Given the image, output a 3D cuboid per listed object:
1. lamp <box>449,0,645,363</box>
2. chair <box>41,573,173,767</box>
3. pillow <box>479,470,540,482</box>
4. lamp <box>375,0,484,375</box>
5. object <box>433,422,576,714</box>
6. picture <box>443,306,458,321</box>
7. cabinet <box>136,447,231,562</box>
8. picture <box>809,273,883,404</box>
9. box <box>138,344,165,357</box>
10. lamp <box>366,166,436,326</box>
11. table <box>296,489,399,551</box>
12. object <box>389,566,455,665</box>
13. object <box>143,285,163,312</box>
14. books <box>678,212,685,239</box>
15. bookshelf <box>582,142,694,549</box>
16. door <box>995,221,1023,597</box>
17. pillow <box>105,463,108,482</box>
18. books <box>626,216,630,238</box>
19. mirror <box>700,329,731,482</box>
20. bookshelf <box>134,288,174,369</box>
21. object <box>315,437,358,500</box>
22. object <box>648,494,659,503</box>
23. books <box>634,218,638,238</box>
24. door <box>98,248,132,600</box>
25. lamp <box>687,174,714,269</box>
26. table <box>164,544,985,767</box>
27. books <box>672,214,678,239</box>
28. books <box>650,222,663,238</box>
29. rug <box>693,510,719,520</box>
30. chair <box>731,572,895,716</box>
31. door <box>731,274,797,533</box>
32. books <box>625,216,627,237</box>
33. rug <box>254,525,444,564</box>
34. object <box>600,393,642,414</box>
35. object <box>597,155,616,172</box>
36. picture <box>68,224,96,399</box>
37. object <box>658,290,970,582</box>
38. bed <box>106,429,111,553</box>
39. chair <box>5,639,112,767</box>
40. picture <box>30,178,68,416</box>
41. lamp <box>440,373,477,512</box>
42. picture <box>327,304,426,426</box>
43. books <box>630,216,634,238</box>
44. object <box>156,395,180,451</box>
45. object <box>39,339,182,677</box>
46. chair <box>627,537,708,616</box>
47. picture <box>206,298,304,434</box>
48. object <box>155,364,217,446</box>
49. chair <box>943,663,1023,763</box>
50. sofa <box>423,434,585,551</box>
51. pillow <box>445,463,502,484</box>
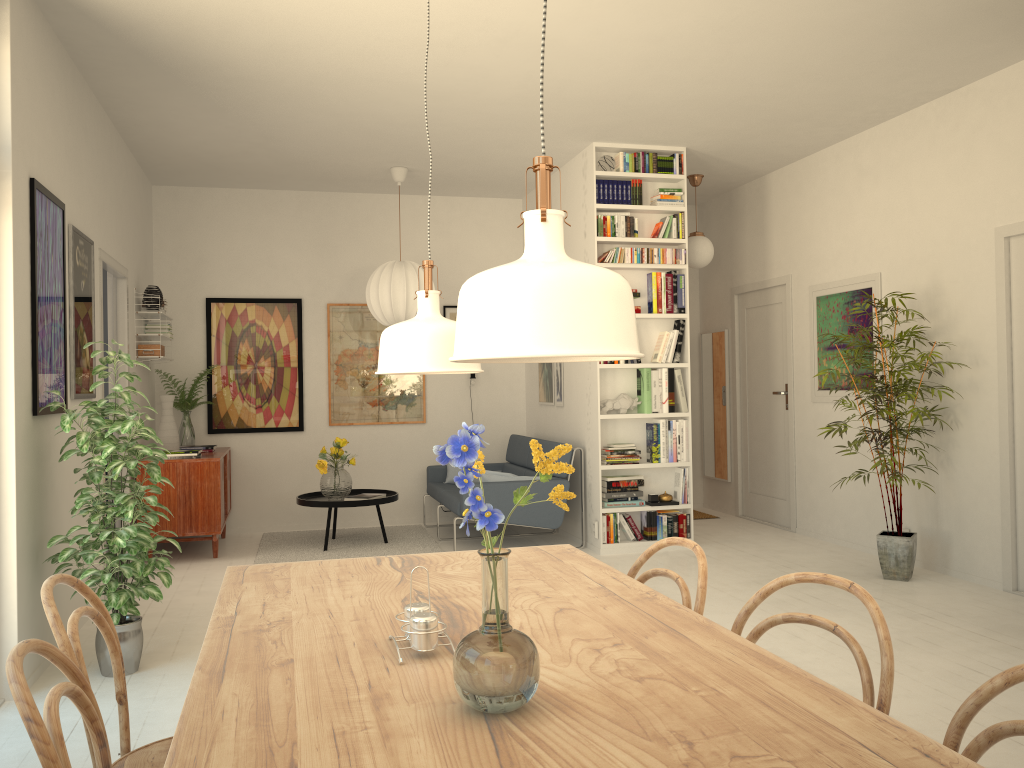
[{"bbox_3d":[0.026,-0.826,1.054,0.229,1.596,0.229,-1,-1,31],"label":"lamp"},{"bbox_3d":[-0.692,0.787,1.831,0.483,0.811,0.385,-1,0,-12],"label":"chair"},{"bbox_3d":[-0.018,0.766,6.383,0.533,0.353,0.141,-1,-1,-15],"label":"pillow"},{"bbox_3d":[-0.188,-0.820,1.886,0.229,1.596,0.229,-1,-1,20],"label":"lamp"},{"bbox_3d":[-0.027,0.244,1.206,0.206,0.388,0.145,-1,-1,38],"label":"object"},{"bbox_3d":[-0.375,-0.499,7.944,0.481,0.402,0.015,-1,-1,-14],"label":"picture"},{"bbox_3d":[-2.450,0.889,6.720,0.546,0.727,1.262,-1,0,-14],"label":"cabinet"},{"bbox_3d":[2.365,-0.305,6.321,0.012,0.877,0.822,-1,0,-14],"label":"picture"},{"bbox_3d":[-2.648,-0.241,6.513,0.152,0.084,0.266,-1,0,-14],"label":"box"},{"bbox_3d":[-0.867,-1.061,6.880,0.536,1.229,0.536,-1,-1,19],"label":"lamp"},{"bbox_3d":[-1.244,1.034,6.735,0.761,0.386,0.761,-1,0,1],"label":"table"},{"bbox_3d":[-0.151,0.372,1.476,0.095,0.138,0.155,-1,0,-14],"label":"object"},{"bbox_3d":[-2.614,-0.620,6.458,0.139,0.200,0.139,-1,0,30],"label":"object"},{"bbox_3d":[1.213,-1.146,6.516,0.022,0.199,0.212,-1,0,-14],"label":"books"},{"bbox_3d":[0.909,-0.258,6.434,0.710,2.900,0.249,-1,-1,-14],"label":"bookshelf"},{"bbox_3d":[2.905,0.135,4.517,0.166,2.033,0.955,-1,-1,-14],"label":"door"},{"bbox_3d":[-3.120,0.642,6.760,0.237,0.385,0.767,-1,0,-16],"label":"pillow"},{"bbox_3d":[0.804,-1.115,6.418,0.024,0.155,0.206,-1,0,-14],"label":"books"},{"bbox_3d":[1.878,0.196,8.199,0.029,1.370,0.500,-1,-1,-14],"label":"mirror"},{"bbox_3d":[-2.691,-0.405,6.688,0.184,0.565,0.695,-1,0,-14],"label":"bookshelf"},{"bbox_3d":[-1.348,0.643,6.745,0.291,0.471,0.361,-1,0,24],"label":"object"},{"bbox_3d":[1.019,0.825,6.400,0.058,0.055,0.058,-1,0,-14],"label":"object"},{"bbox_3d":[0.867,-1.110,6.419,0.020,0.145,0.189,-1,0,-14],"label":"books"},{"bbox_3d":[-2.904,0.241,5.457,0.882,2.033,0.955,-1,-1,-14],"label":"door"},{"bbox_3d":[1.519,-1.333,7.308,0.275,0.767,0.275,-1,-1,-20],"label":"lamp"},{"bbox_3d":[-0.044,0.813,1.444,0.894,0.749,1.797,-1,0,-14],"label":"table"},{"bbox_3d":[1.172,-1.140,6.521,0.022,0.187,0.186,-1,0,-14],"label":"books"},{"bbox_3d":[1.035,-1.108,6.498,0.073,0.129,0.200,-1,0,-14],"label":"books"},{"bbox_3d":[1.305,1.188,7.940,0.941,0.002,0.553,-1,0,-14],"label":"rug"},{"bbox_3d":[0.414,0.767,1.536,0.483,0.811,0.385,-1,-1,-32],"label":"chair"},{"bbox_3d":[2.149,0.156,7.446,0.166,2.033,0.955,-1,-1,-14],"label":"door"},{"bbox_3d":[0.791,-1.117,6.394,0.013,0.159,0.176,-1,0,-14],"label":"books"},{"bbox_3d":[-1.236,1.225,6.690,1.304,0.012,1.660,-1,0,-13],"label":"rug"},{"bbox_3d":[0.774,0.139,6.347,0.311,0.150,0.137,-1,0,-6],"label":"object"},{"bbox_3d":[0.674,-1.566,6.327,0.131,0.131,0.131,-1,0,-19],"label":"object"},{"bbox_3d":[-2.244,-0.357,4.639,0.020,0.869,0.525,-1,0,-14],"label":"picture"},{"bbox_3d":[1.929,0.316,5.766,0.778,1.711,2.088,-1,0,-34],"label":"object"},{"bbox_3d":[-3.759,0.786,6.555,1.656,0.974,0.933,-1,0,-15],"label":"bed"},{"bbox_3d":[-0.494,0.782,1.364,0.483,0.811,0.385,-1,-1,-17],"label":"chair"},{"bbox_3d":[-2.073,-0.364,3.978,0.018,0.999,0.546,-1,0,-14],"label":"picture"},{"bbox_3d":[-0.472,0.417,7.840,0.360,1.416,0.112,-1,-1,-14],"label":"lamp"},{"bbox_3d":[-1.177,-0.173,7.734,0.838,1.052,0.012,-1,-1,-14],"label":"picture"},{"bbox_3d":[0.835,-1.115,6.392,0.023,0.153,0.176,-1,0,-14],"label":"books"},{"bbox_3d":[-2.526,0.304,6.507,0.160,0.445,0.158,-1,-1,25],"label":"object"},{"bbox_3d":[-1.709,0.521,3.792,0.568,1.424,0.514,-1,-1,28],"label":"object"},{"bbox_3d":[0.199,0.772,2.000,0.483,0.811,0.385,-1,-1,-17],"label":"chair"},{"bbox_3d":[-2.163,-0.156,7.476,0.778,1.134,0.018,-1,-1,-14],"label":"picture"},{"bbox_3d":[-2.603,0.186,7.149,0.476,0.686,0.398,-1,0,-13],"label":"object"},{"bbox_3d":[0.510,0.764,1.034,0.483,0.811,0.385,-1,0,-12],"label":"chair"},{"bbox_3d":[-0.120,0.826,7.023,0.964,0.773,1.603,-1,0,-14],"label":"sofa"},{"bbox_3d":[-0.332,0.784,7.620,0.540,0.277,0.157,-1,0,-13],"label":"pillow"}]
